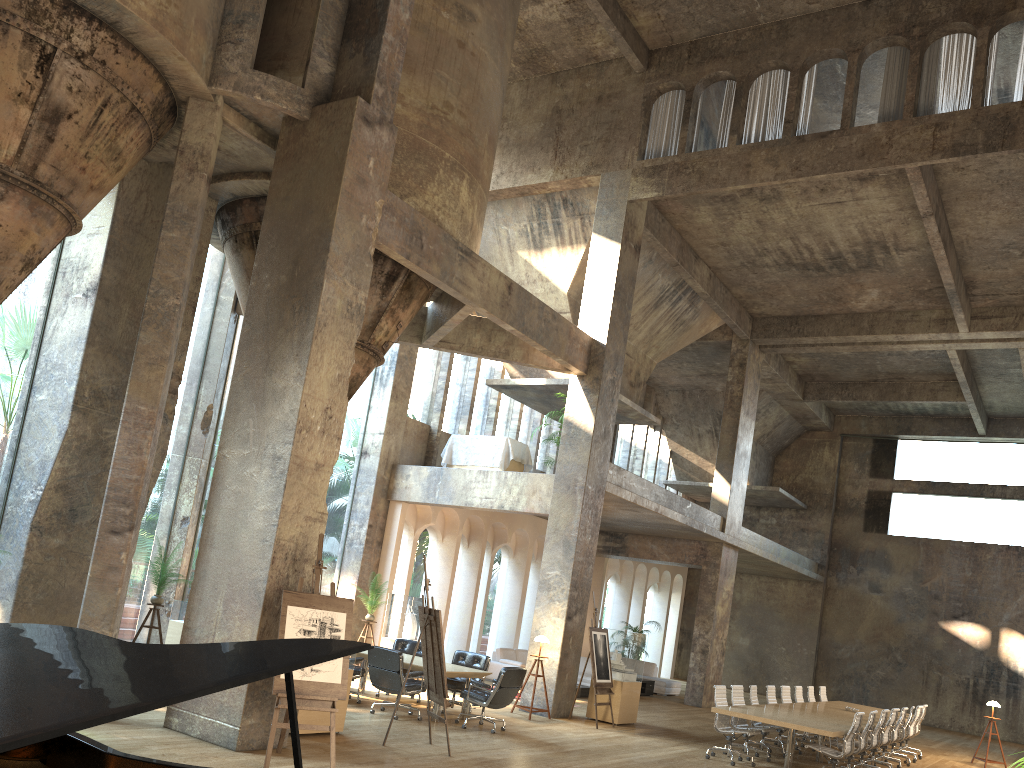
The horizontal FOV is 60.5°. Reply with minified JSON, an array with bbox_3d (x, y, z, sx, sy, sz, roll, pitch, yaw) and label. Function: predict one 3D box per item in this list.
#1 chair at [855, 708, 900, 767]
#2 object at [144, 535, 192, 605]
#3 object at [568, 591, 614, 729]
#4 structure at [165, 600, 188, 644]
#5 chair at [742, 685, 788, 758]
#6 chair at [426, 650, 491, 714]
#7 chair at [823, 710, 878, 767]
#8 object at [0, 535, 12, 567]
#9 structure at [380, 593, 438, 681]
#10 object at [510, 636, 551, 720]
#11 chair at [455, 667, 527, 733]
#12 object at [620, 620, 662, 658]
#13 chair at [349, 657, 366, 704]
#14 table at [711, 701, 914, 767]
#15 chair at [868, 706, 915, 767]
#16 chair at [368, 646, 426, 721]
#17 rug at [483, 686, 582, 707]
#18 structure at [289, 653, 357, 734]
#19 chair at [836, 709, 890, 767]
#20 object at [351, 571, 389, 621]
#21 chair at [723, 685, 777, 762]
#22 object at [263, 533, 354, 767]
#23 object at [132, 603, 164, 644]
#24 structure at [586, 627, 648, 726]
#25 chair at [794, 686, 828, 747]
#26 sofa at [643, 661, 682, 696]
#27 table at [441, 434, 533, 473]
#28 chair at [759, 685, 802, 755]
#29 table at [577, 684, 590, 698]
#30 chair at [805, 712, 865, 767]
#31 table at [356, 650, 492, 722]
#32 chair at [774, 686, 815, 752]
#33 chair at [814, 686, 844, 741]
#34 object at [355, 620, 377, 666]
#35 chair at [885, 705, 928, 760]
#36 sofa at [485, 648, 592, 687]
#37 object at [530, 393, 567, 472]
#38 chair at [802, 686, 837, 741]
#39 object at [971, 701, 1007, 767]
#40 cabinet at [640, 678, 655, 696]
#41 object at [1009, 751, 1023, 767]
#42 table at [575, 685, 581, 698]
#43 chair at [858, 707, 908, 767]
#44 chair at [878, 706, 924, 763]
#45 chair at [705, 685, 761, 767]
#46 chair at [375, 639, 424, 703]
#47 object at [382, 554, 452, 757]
[{"bbox_3d":[5.765,5.634,14.014,0.698,1.007,0.679,1,-12,42],"label":"chair"},{"bbox_3d":[-4.648,2.495,11.761,0.856,0.923,0.703,2,-12,36],"label":"object"},{"bbox_3d":[1.379,4.455,14.248,0.681,2.109,0.716,5,-8,33],"label":"object"},{"bbox_3d":[-4.459,3.705,12.726,0.732,0.997,0.760,3,-11,34],"label":"structure"},{"bbox_3d":[4.047,5.342,13.934,0.696,1.007,0.680,3,-10,33],"label":"chair"},{"bbox_3d":[-0.812,4.430,13.076,0.726,0.876,0.841,4,-11,28],"label":"chair"},{"bbox_3d":[4.800,5.111,12.507,0.697,1.007,0.680,2,-11,37],"label":"chair"},{"bbox_3d":[-5.977,1.788,9.735,0.873,0.923,0.690,16,-11,-35],"label":"object"},{"bbox_3d":[-1.958,4.725,16.370,0.591,1.520,0.759,4,-9,34],"label":"structure"},{"bbox_3d":[0.306,4.620,13.929,0.568,1.275,0.673,4,-9,34],"label":"object"},{"bbox_3d":[-0.327,4.216,11.890,0.817,0.877,0.747,3,-11,30],"label":"chair"},{"bbox_3d":[3.366,7.426,24.532,1.398,1.781,1.385,1,-12,40],"label":"object"},{"bbox_3d":[-2.445,4.008,12.408,0.727,0.877,0.840,3,-12,35],"label":"chair"},{"bbox_3d":[5.367,5.855,14.631,1.596,0.745,7.895,1,-16,33],"label":"table"},{"bbox_3d":[6.724,6.155,15.521,0.696,1.007,0.680,3,-10,33],"label":"chair"},{"bbox_3d":[-1.518,4.004,11.793,0.728,0.877,0.839,1,-13,40],"label":"chair"},{"bbox_3d":[-0.045,5.869,16.626,2.456,0.009,1.377,0,-16,33],"label":"rug"},{"bbox_3d":[-2.316,3.315,9.758,0.740,0.997,0.752,3,-11,34],"label":"structure"},{"bbox_3d":[5.288,5.375,13.269,0.697,1.007,0.680,2,-11,39],"label":"chair"},{"bbox_3d":[-2.641,3.950,16.395,0.684,0.923,0.880,5,-11,25],"label":"object"},{"bbox_3d":[3.597,5.096,13.220,0.698,1.007,0.679,1,-12,42],"label":"chair"},{"bbox_3d":[-1.863,2.449,8.165,0.711,2.109,0.686,13,-8,-30],"label":"object"},{"bbox_3d":[-4.883,3.435,11.810,0.664,0.955,0.576,12,-9,-19],"label":"object"},{"bbox_3d":[1.795,4.974,14.969,0.591,1.520,0.759,4,-9,34],"label":"structure"},{"bbox_3d":[5.498,6.122,16.177,0.697,1.007,0.680,2,-11,39],"label":"chair"},{"bbox_3d":[3.273,7.564,22.864,2.062,0.708,1.096,0,-14,33],"label":"sofa"},{"bbox_3d":[-0.503,1.485,17.430,1.744,0.787,1.141,1,-14,34],"label":"table"},{"bbox_3d":[4.549,5.610,14.703,0.697,1.007,0.680,2,-11,39],"label":"chair"},{"bbox_3d":[1.154,6.423,18.497,0.788,0.199,1.136,0,-16,33],"label":"table"},{"bbox_3d":[1.963,4.872,13.336,12.916,1.013,32.241,0,-16,33],"label":"chair"},{"bbox_3d":[-1.628,4.316,12.746,2.403,0.687,1.130,0,-15,33],"label":"table"},{"bbox_3d":[5.021,5.864,15.431,0.698,1.007,0.679,1,-12,42],"label":"chair"},{"bbox_3d":[6.493,6.659,17.722,0.697,1.007,0.680,2,-11,39],"label":"chair"},{"bbox_3d":[-2.733,4.868,16.263,0.659,0.955,0.581,9,-8,-2],"label":"object"},{"bbox_3d":[7.618,6.650,16.962,0.697,1.007,0.680,2,-11,39],"label":"chair"},{"bbox_3d":[1.033,6.354,19.383,2.058,0.708,2.997,0,-16,33],"label":"sofa"},{"bbox_3d":[1.151,0.965,16.338,1.398,1.777,1.385,1,-12,40],"label":"object"},{"bbox_3d":[5.986,6.386,16.938,0.697,1.007,0.680,2,-11,37],"label":"chair"},{"bbox_3d":[9.340,6.877,17.301,0.665,1.275,0.575,12,-8,-22],"label":"object"},{"bbox_3d":[2.898,7.187,20.838,0.394,0.363,1.598,2,-15,33],"label":"cabinet"},{"bbox_3d":[2.444,2.366,3.725,1.087,1.431,1.156,5,-10,25],"label":"object"},{"bbox_3d":[0.961,6.296,18.194,0.857,0.242,0.379,0,-14,33],"label":"table"},{"bbox_3d":[6.237,5.887,14.742,0.697,1.007,0.680,2,-11,39],"label":"chair"},{"bbox_3d":[7.181,6.402,16.230,0.698,1.007,0.679,1,-12,42],"label":"chair"},{"bbox_3d":[3.166,4.847,12.485,0.697,1.007,0.680,2,-11,39],"label":"chair"},{"bbox_3d":[-1.669,4.425,13.608,0.728,0.876,0.840,8,-10,8],"label":"chair"},{"bbox_3d":[-0.943,2.993,9.788,0.692,2.109,0.706,12,-8,-24],"label":"object"}]
